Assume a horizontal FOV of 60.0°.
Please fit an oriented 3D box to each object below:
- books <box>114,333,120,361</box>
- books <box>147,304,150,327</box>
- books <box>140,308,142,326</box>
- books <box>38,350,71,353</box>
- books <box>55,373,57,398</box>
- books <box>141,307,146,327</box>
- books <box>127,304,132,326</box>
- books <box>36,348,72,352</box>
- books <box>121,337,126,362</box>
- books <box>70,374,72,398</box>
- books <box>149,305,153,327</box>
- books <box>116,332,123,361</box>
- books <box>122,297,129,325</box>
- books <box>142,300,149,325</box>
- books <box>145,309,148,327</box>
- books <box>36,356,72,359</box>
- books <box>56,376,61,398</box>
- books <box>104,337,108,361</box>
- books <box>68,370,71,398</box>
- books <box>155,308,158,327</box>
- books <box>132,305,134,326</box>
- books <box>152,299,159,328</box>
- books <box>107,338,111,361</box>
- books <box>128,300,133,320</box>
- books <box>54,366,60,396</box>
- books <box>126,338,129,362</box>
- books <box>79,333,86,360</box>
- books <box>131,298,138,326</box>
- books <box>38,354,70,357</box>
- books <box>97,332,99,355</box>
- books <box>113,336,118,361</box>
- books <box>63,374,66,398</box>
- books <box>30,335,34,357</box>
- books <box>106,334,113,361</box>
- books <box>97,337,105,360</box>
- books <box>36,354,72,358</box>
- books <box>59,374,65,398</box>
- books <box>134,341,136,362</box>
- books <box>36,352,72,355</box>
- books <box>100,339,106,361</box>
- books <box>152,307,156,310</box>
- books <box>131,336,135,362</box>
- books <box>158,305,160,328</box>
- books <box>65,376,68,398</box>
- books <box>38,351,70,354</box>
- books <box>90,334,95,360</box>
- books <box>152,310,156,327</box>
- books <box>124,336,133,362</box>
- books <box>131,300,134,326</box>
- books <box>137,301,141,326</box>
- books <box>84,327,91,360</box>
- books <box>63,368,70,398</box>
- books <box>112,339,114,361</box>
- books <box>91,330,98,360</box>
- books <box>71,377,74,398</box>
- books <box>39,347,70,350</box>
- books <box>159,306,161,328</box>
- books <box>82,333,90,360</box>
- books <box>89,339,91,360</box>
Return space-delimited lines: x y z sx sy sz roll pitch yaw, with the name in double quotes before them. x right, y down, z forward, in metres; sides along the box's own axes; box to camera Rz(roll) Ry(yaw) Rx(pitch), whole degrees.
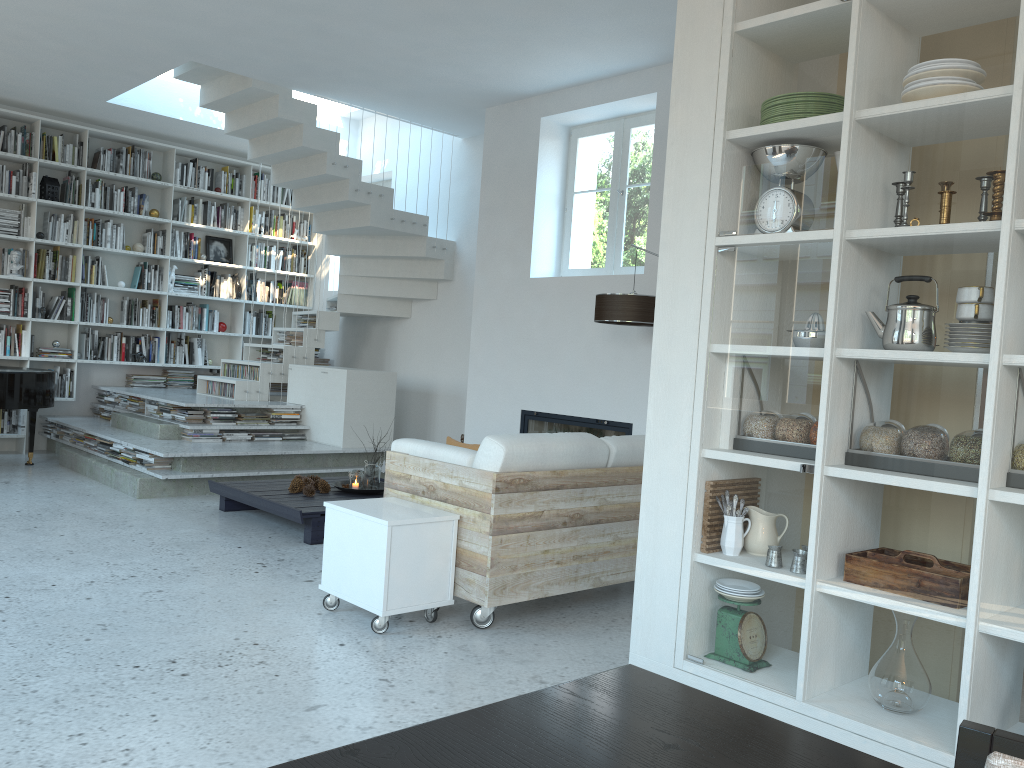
"books" -4.007 -0.376 8.981 0.012 0.285 0.159 2 3 -43
"books" -3.775 -0.704 9.138 0.018 0.229 0.181 2 3 -43
"books" -3.831 -0.683 9.077 0.018 0.182 0.182 2 3 -43
"books" -4.400 -0.315 8.524 0.254 0.012 0.160 3 2 -43
"books" -4.401 0.003 8.504 0.014 0.246 0.176 2 3 -43
"books" -3.807 -0.689 9.112 0.015 0.195 0.175 2 3 -43
"books" -3.909 -0.703 9.011 0.016 0.216 0.177 2 3 -43
"books" -4.405 -0.328 8.531 0.285 0.012 0.159 3 2 -39
"books" -3.971 -0.353 8.990 0.031 0.244 0.184 2 3 -43
"books" -4.301 0.013 8.607 0.013 0.233 0.149 2 3 -43
"books" -3.758 -0.705 9.172 0.021 0.232 0.155 2 3 -43
"books" -3.983 -0.378 8.973 0.012 0.293 0.175 2 3 -43
"books" -3.937 -0.743 9.020 0.016 0.290 0.131 2 3 -43
"books" -3.783 -0.727 9.130 0.006 0.274 0.172 2 3 -43
"books" -3.792 -0.682 9.121 0.019 0.183 0.190 2 3 -43
"books" -4.409 -0.255 8.532 0.285 0.012 0.159 3 2 -40
"books" -4.381 0.025 8.548 0.013 0.202 0.139 2 3 -43
"books" -4.096 -0.355 8.899 0.029 0.235 0.142 2 3 -43
"books" -4.320 -0.007 8.607 0.015 0.271 0.157 2 3 -43
"books" -3.717 -0.689 9.200 0.013 0.204 0.158 2 3 -43
"books" -3.897 -0.701 9.068 0.031 0.208 0.122 2 3 -43
"books" -3.702 -0.734 9.200 0.007 0.295 0.162 2 3 -43
"books" -4.074 -0.351 8.914 0.024 0.228 0.159 2 3 -43
"books" -3.906 -0.727 9.031 0.015 0.262 0.149 2 3 -43
"books" -4.395 -0.025 8.532 0.032 0.300 0.148 2 3 -43
"books" -3.948 -0.353 9.040 0.021 0.243 0.131 2 3 -43
"books" -4.242 -0.371 8.751 0.012 0.254 0.160 2 3 -43
"books" -3.868 -0.737 9.073 0.007 0.285 0.159 2 3 -43
"books" -4.408 -0.280 8.533 0.254 0.012 0.160 3 2 -37
"books" -4.153 -0.378 8.820 0.010 0.277 0.174 2 3 -43
"books" -4.027 -0.360 8.938 0.025 0.252 0.181 2 3 -43
"books" -4.347 0.015 8.568 0.012 0.226 0.149 2 3 -43
"books" -4.588 -0.365 8.445 0.030 0.210 0.136 2 3 -43
"books" -4.057 -0.370 8.924 0.014 0.268 0.171 2 3 -43
"books" -4.131 -0.355 8.851 0.065 0.231 0.162 2 3 -43
"books" -4.411 -0.268 8.535 0.285 0.012 0.159 3 2 -38
"books" -4.349 0.016 8.543 0.026 0.225 0.175 2 3 -43
"books" -3.891 -0.334 9.085 0.022 0.211 0.135 2 3 -43
"books" -4.406 -0.292 8.530 0.285 0.012 0.159 3 2 -40
"books" -4.104 -0.346 8.878 0.011 0.217 0.175 2 3 -43
"books" -3.734 -0.691 9.197 0.016 0.205 0.141 2 3 -43
"books" -3.905 -0.361 9.066 0.026 0.263 0.169 2 3 -43
"books" -3.706 -0.705 9.241 0.007 0.235 0.131 2 3 -43
"books" -4.327 0.023 8.564 0.011 0.212 0.178 2 3 -43
"books" -4.408 -0.304 8.533 0.254 0.012 0.160 3 2 -38
"books" -4.182 -0.369 8.783 0.023 0.256 0.178 2 3 -43
"books" -3.728 -0.677 9.166 0.016 0.180 0.189 2 3 -43
"books" -3.919 -0.361 9.044 0.026 0.262 0.173 2 3 -43
"books" -3.897 -0.725 9.039 0.008 0.259 0.158 2 3 -43
"books" -3.842 -0.718 9.064 0.018 0.251 0.184 2 3 -43
"books" -4.202 -0.400 8.760 0.010 0.316 0.186 2 3 -43
"books" -4.318 -0.013 8.579 0.021 0.285 0.172 2 3 -43
"books" -4.053 -0.346 8.938 0.012 0.221 0.153 2 3 -43
"books" -4.161 -0.387 8.799 0.030 0.294 0.188 2 3 -43
"books" -4.302 0.026 8.625 0.012 0.206 0.160 2 3 -43
"books" -4.400 -0.340 8.525 0.254 0.012 0.160 3 2 -34
"books" -3.695 -0.699 9.240 0.009 0.224 0.146 2 3 -43
"books" -4.216 -0.373 8.749 0.023 0.262 0.186 2 3 -43
"books" -4.213 -0.363 8.788 0.015 0.240 0.152 2 3 -43
